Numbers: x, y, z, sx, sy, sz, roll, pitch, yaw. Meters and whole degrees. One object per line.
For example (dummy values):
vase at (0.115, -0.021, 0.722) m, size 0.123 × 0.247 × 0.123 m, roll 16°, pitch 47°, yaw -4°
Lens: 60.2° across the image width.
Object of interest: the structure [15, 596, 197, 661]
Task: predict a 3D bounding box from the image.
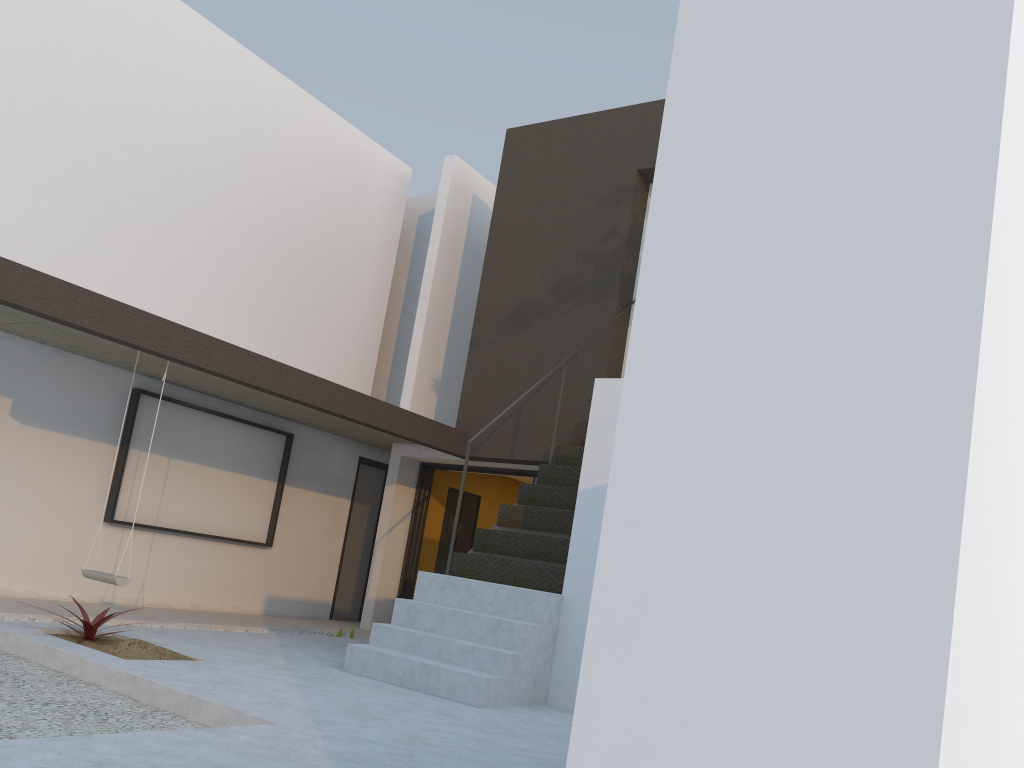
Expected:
structure at (-2.475, 1.538, 5.467) m, size 1.201 × 0.288 × 0.759 m, roll 1°, pitch -14°, yaw 35°

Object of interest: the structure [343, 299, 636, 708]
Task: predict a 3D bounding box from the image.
structure at (1.453, 0.890, 8.481) m, size 1.155 × 3.899 × 6.655 m, roll 4°, pitch -12°, yaw 35°

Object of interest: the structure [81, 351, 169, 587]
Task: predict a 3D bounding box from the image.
structure at (-2.936, 0.597, 6.795) m, size 0.460 × 1.845 × 0.131 m, roll 4°, pitch -9°, yaw 35°
